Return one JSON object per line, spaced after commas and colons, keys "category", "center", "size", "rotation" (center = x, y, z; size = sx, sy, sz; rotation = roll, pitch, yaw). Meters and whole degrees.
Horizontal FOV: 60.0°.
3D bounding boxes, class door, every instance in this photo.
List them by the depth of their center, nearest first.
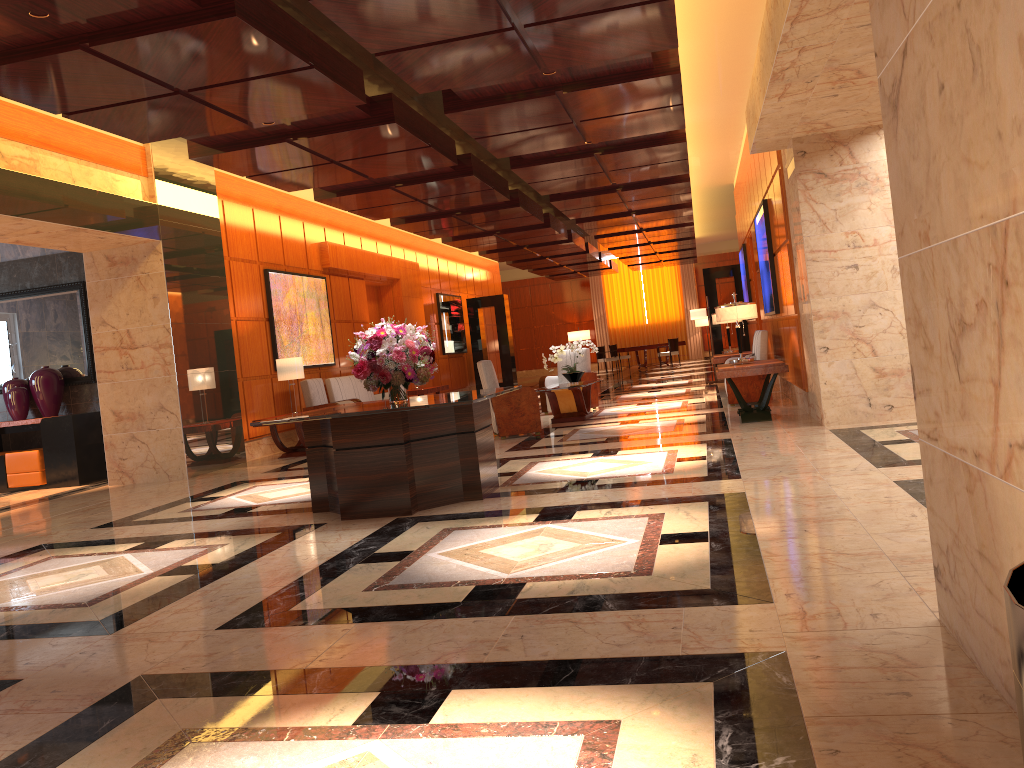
{"category": "door", "center": [4.534, -1.377, 15.595], "size": [0.340, 2.651, 1.539], "rotation": [-6, 0, 12]}
{"category": "door", "center": [-2.600, -0.627, 17.134], "size": [0.340, 2.651, 1.501], "rotation": [-6, 0, 12]}

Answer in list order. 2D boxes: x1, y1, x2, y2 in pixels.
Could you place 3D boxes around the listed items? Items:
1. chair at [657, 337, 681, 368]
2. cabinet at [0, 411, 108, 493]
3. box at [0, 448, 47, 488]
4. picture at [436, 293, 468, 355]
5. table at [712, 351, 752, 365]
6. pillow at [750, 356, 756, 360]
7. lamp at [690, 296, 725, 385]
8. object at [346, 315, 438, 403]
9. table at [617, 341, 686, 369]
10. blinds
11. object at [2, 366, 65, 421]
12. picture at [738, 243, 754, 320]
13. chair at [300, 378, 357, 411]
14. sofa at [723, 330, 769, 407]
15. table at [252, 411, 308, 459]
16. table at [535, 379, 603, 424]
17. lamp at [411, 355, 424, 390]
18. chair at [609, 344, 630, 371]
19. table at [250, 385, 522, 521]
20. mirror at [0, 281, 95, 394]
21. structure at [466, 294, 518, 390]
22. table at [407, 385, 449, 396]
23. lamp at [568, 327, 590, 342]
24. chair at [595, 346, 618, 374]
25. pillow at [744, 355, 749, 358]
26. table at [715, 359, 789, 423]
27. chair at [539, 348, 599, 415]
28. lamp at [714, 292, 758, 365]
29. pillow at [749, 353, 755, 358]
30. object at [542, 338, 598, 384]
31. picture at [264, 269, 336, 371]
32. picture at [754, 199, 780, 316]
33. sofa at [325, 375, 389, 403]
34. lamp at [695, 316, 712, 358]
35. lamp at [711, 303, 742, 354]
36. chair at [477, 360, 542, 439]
{"category": "chair", "center": [4.917, -0.972, 27.569], "size": [0.586, 0.894, 0.575], "rotation": [-7, 1, -35]}
{"category": "cabinet", "center": [-6.256, 0.896, 11.327], "size": [2.188, 0.868, 0.785], "rotation": [-6, 1, 12]}
{"category": "box", "center": [-6.269, 1.067, 11.184], "size": [1.131, 0.427, 0.490], "rotation": [-6, 1, 12]}
{"category": "picture", "center": [-1.448, -1.454, 21.563], "size": [0.056, 1.452, 1.999], "rotation": [-6, 1, 12]}
{"category": "table", "center": [3.541, -0.174, 13.909], "size": [0.725, 0.606, 1.272], "rotation": [-6, 2, 13]}
{"category": "pillow", "center": [3.165, -0.253, 11.800], "size": [0.202, 0.230, 0.274], "rotation": [-6, 1, 15]}
{"category": "lamp", "center": [3.690, -0.824, 16.717], "size": [0.526, 1.661, 0.360], "rotation": [-6, 0, 2]}
{"category": "object", "center": [-0.897, -0.190, 6.737], "size": [0.649, 0.658, 0.680], "rotation": [-6, 1, 4]}
{"category": "table", "center": [4.515, -0.898, 28.500], "size": [2.109, 0.741, 0.783], "rotation": [-7, 1, -17]}
{"category": "blinds", "center": [4.936, -2.773, 32.952], "size": [3.849, 4.065, 0.149], "rotation": [-6, 0, 12]}
{"category": "object", "center": [-6.228, 0.124, 11.433], "size": [0.861, 0.652, 0.520], "rotation": [-6, 1, 12]}
{"category": "picture", "center": [4.710, -2.014, 17.861], "size": [0.056, 1.452, 1.999], "rotation": [-6, 1, 12]}
{"category": "chair", "center": [-2.610, 0.375, 12.775], "size": [0.628, 0.961, 0.738], "rotation": [-6, 1, 11]}
{"category": "sofa", "center": [3.225, -0.251, 12.225], "size": [0.612, 0.932, 1.801], "rotation": [-6, 2, 13]}
{"category": "table", "center": [-2.736, 0.654, 11.593], "size": [0.724, 0.534, 1.169], "rotation": [-6, 2, 15]}
{"category": "table", "center": [0.807, 0.255, 12.222], "size": [0.721, 0.496, 1.562], "rotation": [-6, 2, 15]}
{"category": "lamp", "center": [1.201, -0.401, 10.800], "size": [0.335, 0.734, 12.979], "rotation": [-7, 2, -28]}
{"category": "chair", "center": [3.594, -0.903, 29.778], "size": [0.575, 0.894, 0.586], "rotation": [-6, 1, 40]}
{"category": "table", "center": [-0.821, 0.510, 6.716], "size": [1.599, 0.745, 1.602], "rotation": [-6, 2, 12]}
{"category": "mirror", "center": [-6.345, -0.584, 11.691], "size": [1.765, 1.338, 0.029], "rotation": [-6, 0, 12]}
{"category": "structure", "center": [-0.499, -0.989, 22.667], "size": [0.984, 2.498, 0.500], "rotation": [-6, 0, 12]}
{"category": "table", "center": [-1.678, 0.356, 16.490], "size": [0.724, 0.534, 1.169], "rotation": [-6, 2, 15]}
{"category": "lamp", "center": [2.542, -1.283, 32.853], "size": [0.812, 1.661, 0.809], "rotation": [-7, 0, -38]}
{"category": "chair", "center": [3.026, -0.798, 28.656], "size": [0.586, 0.894, 0.575], "rotation": [-7, 1, -40]}
{"category": "pillow", "center": [3.357, -0.311, 12.661], "size": [0.195, 0.227, 0.345], "rotation": [-6, 1, 17]}
{"category": "table", "center": [2.649, 0.078, 9.783], "size": [0.725, 0.606, 1.272], "rotation": [-6, 2, 13]}
{"category": "chair", "center": [0.875, -0.053, 13.731], "size": [0.736, 0.961, 0.630], "rotation": [-6, 1, 31]}
{"category": "lamp", "center": [2.532, -0.626, 9.932], "size": [0.458, 0.810, 0.459], "rotation": [-6, 0, 22]}
{"category": "pillow", "center": [3.292, -0.297, 12.230], "size": [0.160, 0.253, 0.358], "rotation": [-6, 1, 9]}
{"category": "object", "center": [0.824, -0.311, 12.328], "size": [0.789, 0.617, 0.417], "rotation": [-7, 1, -10]}
{"category": "picture", "center": [-3.192, -0.962, 13.489], "size": [0.056, 1.452, 1.999], "rotation": [-6, 1, 12]}
{"category": "picture", "center": [3.473, -1.665, 12.133], "size": [0.056, 1.452, 1.999], "rotation": [-6, 1, 12]}
{"category": "sofa", "center": [-2.378, 0.303, 14.378], "size": [0.612, 0.932, 1.801], "rotation": [-6, 2, 13]}
{"category": "lamp", "center": [7.052, -1.757, 31.868], "size": [0.812, 1.661, 0.809], "rotation": [-7, 0, -38]}
{"category": "lamp", "center": [3.408, -0.882, 13.992], "size": [0.459, 0.794, 0.458], "rotation": [-7, 0, -26]}
{"category": "chair", "center": [-0.044, 0.155, 10.879], "size": [0.629, 0.961, 0.737], "rotation": [-7, 1, -9]}
